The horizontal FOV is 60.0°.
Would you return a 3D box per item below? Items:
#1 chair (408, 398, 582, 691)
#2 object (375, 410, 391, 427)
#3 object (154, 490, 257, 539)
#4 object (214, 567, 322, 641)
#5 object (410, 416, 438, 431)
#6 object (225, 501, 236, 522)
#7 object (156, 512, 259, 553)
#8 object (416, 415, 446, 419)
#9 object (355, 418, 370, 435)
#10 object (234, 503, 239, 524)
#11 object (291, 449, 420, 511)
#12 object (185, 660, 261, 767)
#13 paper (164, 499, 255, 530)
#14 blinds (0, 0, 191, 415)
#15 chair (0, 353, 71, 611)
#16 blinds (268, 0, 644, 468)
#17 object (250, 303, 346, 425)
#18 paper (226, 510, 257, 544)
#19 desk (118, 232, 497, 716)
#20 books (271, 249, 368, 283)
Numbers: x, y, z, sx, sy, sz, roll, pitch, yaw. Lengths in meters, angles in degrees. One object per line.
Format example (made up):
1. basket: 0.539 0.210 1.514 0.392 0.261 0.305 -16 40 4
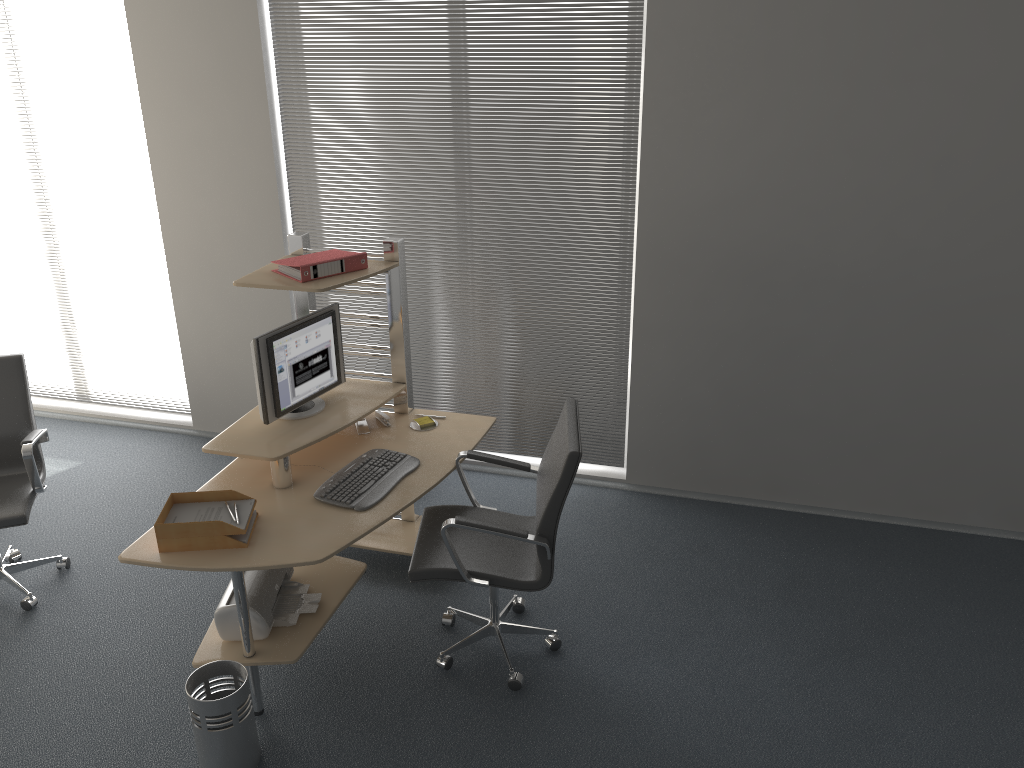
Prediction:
1. chair: -0.062 0.631 3.574 0.652 1.048 0.584 0 23 2
2. object: -0.601 0.157 4.126 0.022 0.042 0.134 -14 26 -29
3. object: -1.108 0.469 3.223 0.309 0.060 0.225 -3 23 -5
4. object: -0.951 0.825 3.549 0.351 0.162 0.438 -1 23 0
5. object: -0.407 0.176 4.095 0.132 0.026 0.132 6 23 15
6. object: -1.031 0.467 3.247 0.008 0.009 0.159 -13 25 -26
7. object: -1.107 0.521 3.245 0.309 0.060 0.225 -3 23 -5
8. object: -0.387 0.152 4.172 0.158 0.011 0.011 4 23 12
9. object: -0.693 0.168 4.075 0.054 0.064 0.159 -7 24 -16
10. object: -1.005 0.472 3.234 0.008 0.009 0.159 -9 24 -19
11. object: -0.833 0.364 3.723 0.814 0.082 0.478 9 24 22
12. object: -1.018 1.196 3.136 0.208 0.377 0.208 -13 26 -28
13. paper: -1.106 0.484 3.230 0.297 0.010 0.210 -3 23 -5
14. blinds: -3.010 -1.163 5.485 1.950 2.749 0.037 6 23 15
15. chair: -2.406 0.481 3.997 0.584 1.048 0.652 -8 24 -17
16. blinds: -0.312 -0.897 4.777 1.950 2.770 0.022 6 23 15
17. object: -0.941 -0.090 3.829 0.245 0.418 0.516 16 28 35
18. paper: -1.106 0.532 3.250 0.297 0.019 0.210 -3 23 -5
19. desk: -0.735 0.338 3.624 0.967 1.566 1.469 6 23 15
20. books: -0.826 -0.524 3.798 0.320 0.072 0.262 -20 29 -38
